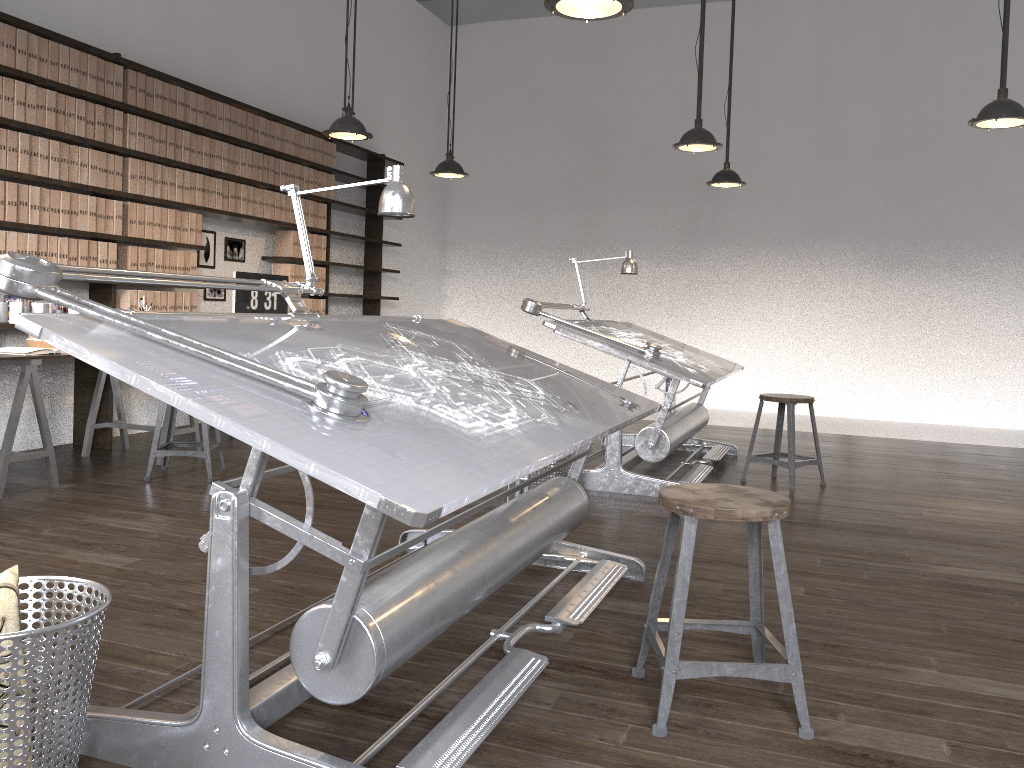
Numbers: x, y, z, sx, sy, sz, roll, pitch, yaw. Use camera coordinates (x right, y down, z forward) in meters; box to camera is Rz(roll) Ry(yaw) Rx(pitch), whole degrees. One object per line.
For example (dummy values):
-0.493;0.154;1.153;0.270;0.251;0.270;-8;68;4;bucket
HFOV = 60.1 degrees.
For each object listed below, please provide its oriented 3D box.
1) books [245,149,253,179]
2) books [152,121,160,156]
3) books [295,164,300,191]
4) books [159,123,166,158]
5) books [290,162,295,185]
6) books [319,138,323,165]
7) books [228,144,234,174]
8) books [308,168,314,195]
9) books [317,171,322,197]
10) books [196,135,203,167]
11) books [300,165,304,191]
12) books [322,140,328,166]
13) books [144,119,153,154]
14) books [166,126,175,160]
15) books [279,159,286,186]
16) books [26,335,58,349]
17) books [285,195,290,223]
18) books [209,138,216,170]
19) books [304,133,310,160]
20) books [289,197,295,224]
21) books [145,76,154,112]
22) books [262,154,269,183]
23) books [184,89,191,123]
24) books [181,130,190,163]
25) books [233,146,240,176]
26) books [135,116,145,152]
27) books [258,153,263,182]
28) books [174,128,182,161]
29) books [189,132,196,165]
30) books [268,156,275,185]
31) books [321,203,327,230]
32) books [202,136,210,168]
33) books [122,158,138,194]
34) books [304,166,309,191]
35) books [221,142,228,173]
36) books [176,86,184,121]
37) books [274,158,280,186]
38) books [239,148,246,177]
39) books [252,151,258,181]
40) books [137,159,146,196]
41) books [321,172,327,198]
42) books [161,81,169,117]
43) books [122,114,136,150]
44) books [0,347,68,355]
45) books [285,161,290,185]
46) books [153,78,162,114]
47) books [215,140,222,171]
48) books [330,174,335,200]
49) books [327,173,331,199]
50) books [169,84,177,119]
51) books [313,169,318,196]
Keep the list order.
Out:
-2.061;-1.660;6.715;0.175;0.225;0.067;3;2;20;books
-2.400;-1.599;5.796;0.175;0.225;0.067;3;2;20;books
-1.843;-1.700;7.317;0.175;0.225;0.067;3;2;20;books
-2.380;-1.603;5.858;0.175;0.225;0.067;3;2;20;books
-1.871;-1.696;7.256;0.175;0.225;0.067;3;2;20;books
-1.722;-1.998;7.625;0.175;0.225;0.067;3;2;20;books
-2.139;-1.647;6.517;0.175;0.225;0.067;3;2;20;books
-1.775;-1.713;7.507;0.175;0.225;0.067;3;2;20;books
-1.732;-1.722;7.641;0.174;0.225;0.067;3;2;20;books
-2.256;-1.626;6.198;0.175;0.225;0.067;3;2;20;books
-1.824;-1.704;7.381;0.175;0.225;0.067;3;2;20;books
-1.698;-2.002;7.696;0.175;0.225;0.067;3;2;20;books
-2.418;-1.595;5.735;0.175;0.225;0.067;3;2;20;books
-2.350;-1.607;5.926;0.175;0.225;0.067;3;2;20;books
-1.916;-1.687;7.121;0.174;0.225;0.067;3;2;20;books
-2.438;-0.261;4.910;0.385;0.147;0.295;4;4;20;books
-1.902;-1.424;7.208;0.174;0.225;0.067;3;2;20;books
-2.209;-1.634;6.324;0.175;0.225;0.067;3;2;20;books
-1.792;-1.985;7.430;0.174;0.225;0.067;3;2;20;books
-1.876;-1.429;7.273;0.175;0.225;0.067;3;2;20;books
-2.413;-1.872;5.733;0.175;0.225;0.067;3;2;20;books
-1.995;-1.673;6.916;0.175;0.225;0.067;3;2;20;books
-2.293;-1.893;6.058;0.175;0.225;0.067;3;2;20;books
-2.300;-1.617;6.064;0.174;0.225;0.067;3;2;20;books
-2.117;-1.651;6.584;0.174;0.225;0.067;3;2;20;books
-2.442;-1.590;5.667;0.175;0.225;0.067;3;2;20;books
-2.019;-1.669;6.844;0.175;0.225;0.067;3;2;20;books
-2.329;-1.612;5.998;0.175;0.225;0.067;3;2;20;books
-2.280;-1.621;6.132;0.174;0.225;0.067;3;2;20;books
-1.965;-1.678;6.983;0.175;0.225;0.067;3;2;20;books
-1.708;-1.458;7.724;0.174;0.225;0.067;3;2;20;books
-2.227;-1.630;6.260;0.175;0.225;0.067;3;2;20;books
-2.473;-1.319;5.629;0.175;0.225;0.067;3;2;20;books
-1.801;-1.708;7.440;0.175;0.225;0.067;3;2;20;books
-2.159;-1.642;6.450;0.175;0.225;0.067;3;2;20;books
-2.312;-1.889;5.994;0.175;0.225;0.067;3;2;20;books
-1.944;-1.683;7.056;0.175;0.225;0.067;3;2;20;books
-2.089;-1.656;6.648;0.174;0.225;0.067;3;2;20;books
-2.037;-1.664;6.783;0.175;0.225;0.067;3;2;20;books
-2.447;-1.323;5.687;0.175;0.225;0.067;3;2;20;books
-1.702;-1.726;7.704;0.175;0.225;0.067;3;2;20;books
-2.364;-1.881;5.866;0.174;0.225;0.067;3;2;20;books
-2.470;-1.586;5.600;0.174;0.225;0.067;3;2;20;books
-2.409;-0.170;4.478;0.256;0.029;0.355;4;5;20;books
-1.895;-1.692;7.189;0.174;0.225;0.067;3;2;20;books
-2.385;-1.876;5.798;0.174;0.225;0.067;3;2;20;books
-2.186;-1.638;6.382;0.175;0.225;0.067;3;2;20;books
-1.660;-1.734;7.827;0.175;0.225;0.067;3;2;20;books
-1.683;-1.730;7.768;0.175;0.225;0.067;3;2;20;books
-2.340;-1.885;5.932;0.175;0.225;0.067;3;2;20;books
-1.754;-1.717;7.575;0.175;0.225;0.067;3;2;20;books
